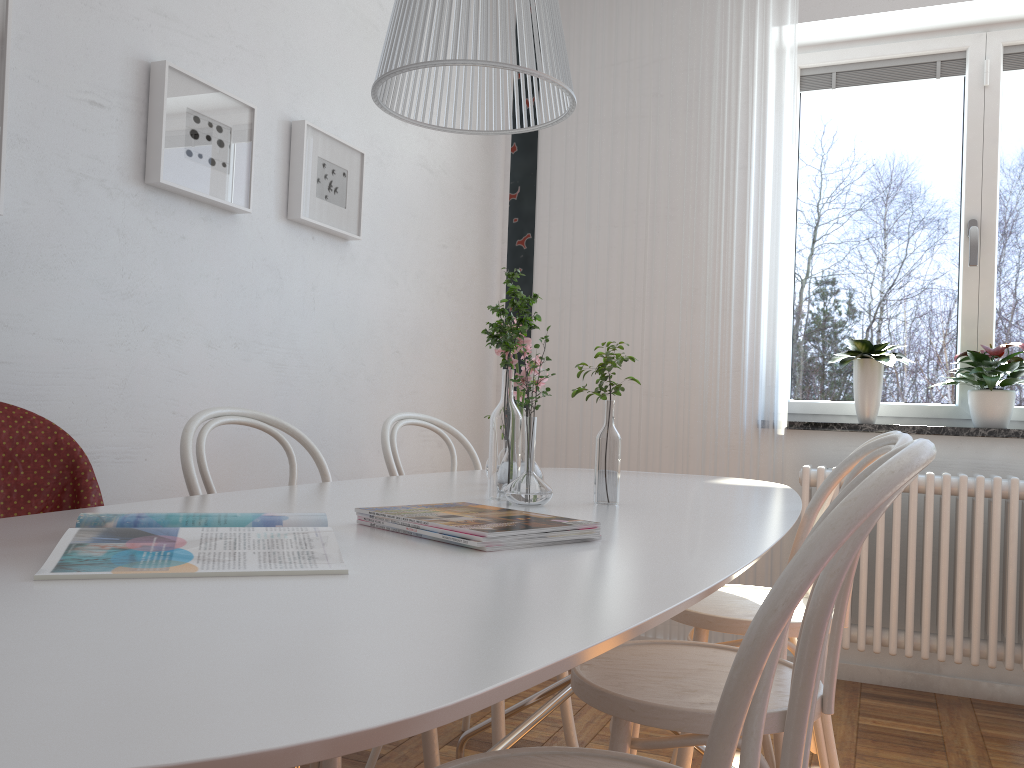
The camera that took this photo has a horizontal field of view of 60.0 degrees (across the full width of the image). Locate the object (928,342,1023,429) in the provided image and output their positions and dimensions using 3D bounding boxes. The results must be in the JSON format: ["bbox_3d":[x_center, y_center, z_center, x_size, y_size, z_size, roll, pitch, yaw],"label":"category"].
[{"bbox_3d":[1.716,0.004,3.170,0.380,0.308,0.371,2,-1,-3],"label":"object"}]

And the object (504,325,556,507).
[{"bbox_3d":[0.033,0.053,1.515,0.084,0.308,0.084,2,-1,-22],"label":"object"}]

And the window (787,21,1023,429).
[{"bbox_3d":[2.441,-0.576,3.005,3.019,1.510,0.151,1,-1,23],"label":"window"}]

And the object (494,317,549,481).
[{"bbox_3d":[0.018,0.040,1.776,0.111,0.348,0.108,2,-1,-8],"label":"object"}]

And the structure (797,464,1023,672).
[{"bbox_3d":[1.446,0.611,3.039,0.972,0.623,0.224,1,-1,23],"label":"structure"}]

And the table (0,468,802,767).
[{"bbox_3d":[-0.037,0.588,1.474,0.931,0.769,2.290,2,-2,23],"label":"table"}]

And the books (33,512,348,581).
[{"bbox_3d":[-0.339,0.162,0.986,0.266,0.029,0.405,3,-2,-17],"label":"books"}]

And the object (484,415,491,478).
[{"bbox_3d":[-0.021,0.142,1.926,0.087,0.151,0.112,3,-2,-44],"label":"object"}]

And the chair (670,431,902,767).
[{"bbox_3d":[2.174,0.393,1.791,3.694,1.342,0.448,2,-1,8],"label":"chair"}]

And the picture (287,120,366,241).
[{"bbox_3d":[-0.535,-0.585,2.588,0.047,0.273,0.312,2,-1,23],"label":"picture"}]

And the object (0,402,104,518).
[{"bbox_3d":[-0.867,0.305,1.363,0.201,0.579,0.492,1,-1,38],"label":"object"}]

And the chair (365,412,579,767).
[{"bbox_3d":[-0.089,0.539,2.324,0.520,0.917,0.448,2,-1,28],"label":"chair"}]

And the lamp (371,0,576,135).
[{"bbox_3d":[-0.027,-1.150,1.284,0.293,1.496,0.293,2,-1,-22],"label":"lamp"}]

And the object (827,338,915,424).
[{"bbox_3d":[1.328,-0.010,3.275,0.292,0.315,0.354,2,-1,14],"label":"object"}]

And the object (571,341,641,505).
[{"bbox_3d":[0.174,0.068,1.602,0.098,0.294,0.146,3,-1,-34],"label":"object"}]

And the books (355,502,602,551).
[{"bbox_3d":[-0.049,0.182,1.156,0.204,0.022,0.278,4,-2,-41],"label":"books"}]

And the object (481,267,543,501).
[{"bbox_3d":[-0.002,-0.002,1.596,0.107,0.419,0.111,2,-1,11],"label":"object"}]

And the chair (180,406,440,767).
[{"bbox_3d":[-0.381,0.510,1.733,0.520,0.917,0.448,2,-1,23],"label":"chair"}]

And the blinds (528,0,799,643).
[{"bbox_3d":[0.560,-0.389,3.485,1.037,2.886,0.055,2,-1,23],"label":"blinds"}]

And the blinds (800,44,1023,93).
[{"bbox_3d":[2.478,-1.195,3.046,2.844,0.098,0.015,1,-1,23],"label":"blinds"}]

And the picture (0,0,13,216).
[{"bbox_3d":[-1.022,-0.578,1.428,0.050,0.524,0.431,2,-1,23],"label":"picture"}]

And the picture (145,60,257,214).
[{"bbox_3d":[-0.734,-0.576,2.116,0.047,0.273,0.312,2,-1,23],"label":"picture"}]
